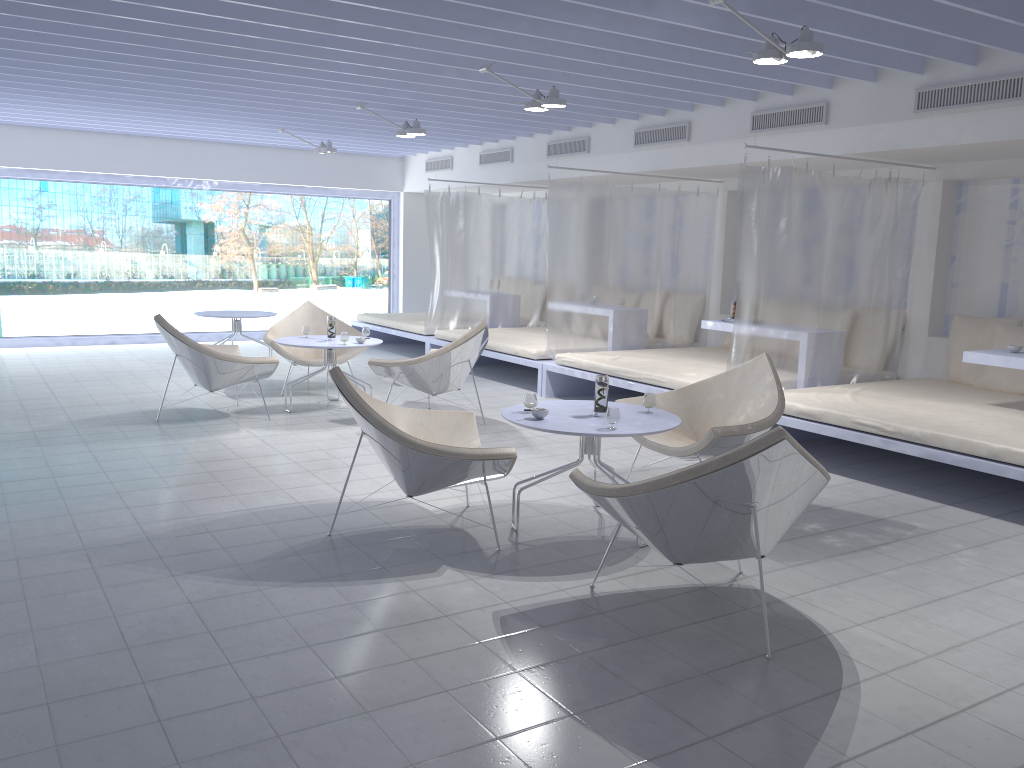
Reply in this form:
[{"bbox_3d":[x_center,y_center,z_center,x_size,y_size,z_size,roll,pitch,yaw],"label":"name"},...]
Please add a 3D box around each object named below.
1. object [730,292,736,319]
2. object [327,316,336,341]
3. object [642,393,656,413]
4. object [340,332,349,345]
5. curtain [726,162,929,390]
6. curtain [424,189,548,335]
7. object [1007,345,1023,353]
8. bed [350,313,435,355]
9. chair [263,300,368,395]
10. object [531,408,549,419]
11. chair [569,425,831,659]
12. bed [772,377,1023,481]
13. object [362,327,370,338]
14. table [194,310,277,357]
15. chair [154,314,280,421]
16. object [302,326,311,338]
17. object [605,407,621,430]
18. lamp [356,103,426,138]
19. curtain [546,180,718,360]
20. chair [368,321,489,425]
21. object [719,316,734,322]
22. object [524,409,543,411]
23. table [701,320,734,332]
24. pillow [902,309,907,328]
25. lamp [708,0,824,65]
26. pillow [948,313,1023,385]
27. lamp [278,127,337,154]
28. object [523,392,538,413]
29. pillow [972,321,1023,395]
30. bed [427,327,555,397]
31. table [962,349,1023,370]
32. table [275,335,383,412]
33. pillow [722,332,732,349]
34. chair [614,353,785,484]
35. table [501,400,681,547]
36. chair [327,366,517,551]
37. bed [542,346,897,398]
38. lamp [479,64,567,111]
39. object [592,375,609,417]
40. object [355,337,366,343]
[{"bbox_3d":[1.812,-0.670,7.143,0.092,0.302,0.092,6,10,25],"label":"object"},{"bbox_3d":[-1.406,-0.436,6.911,0.075,0.189,0.075,-6,11,-40],"label":"object"},{"bbox_3d":[0.650,0.090,4.204,0.068,0.091,0.068,-6,12,-42],"label":"object"},{"bbox_3d":[-1.254,-0.340,6.635,0.068,0.091,0.068,1,9,-4],"label":"object"},{"bbox_3d":[2.263,-0.715,6.270,2.050,1.552,0.151,-4,10,-32],"label":"curtain"},{"bbox_3d":[-0.089,-1.351,9.955,2.050,1.552,0.151,-4,10,-32],"label":"curtain"},{"bbox_3d":[3.017,-0.209,5.325,0.082,0.043,0.082,5,9,19],"label":"object"},{"bbox_3d":[-0.644,-0.629,11.045,2.022,0.422,2.200,-4,10,-32],"label":"bed"},{"bbox_3d":[-1.752,-0.341,7.860,0.906,0.759,0.753,-2,9,-22],"label":"chair"},{"bbox_3d":[0.124,0.135,3.973,0.082,0.043,0.082,-4,10,-30],"label":"object"},{"bbox_3d":[0.735,0.455,3.163,0.906,0.759,0.753,-1,9,-17],"label":"chair"},{"bbox_3d":[2.870,0.323,5.508,2.016,0.427,2.200,-4,10,-32],"label":"bed"},{"bbox_3d":[-1.170,-0.409,7.098,0.068,0.091,0.068,-6,11,-39],"label":"object"},{"bbox_3d":[-2.861,-0.467,9.215,0.825,0.534,0.823,4,9,14],"label":"table"},{"bbox_3d":[-2.220,-0.140,6.469,0.753,0.759,0.906,-5,11,-37],"label":"chair"},{"bbox_3d":[-1.635,-0.416,7.054,0.068,0.091,0.068,0,9,-10],"label":"object"},{"bbox_3d":[0.431,0.146,3.796,0.068,0.091,0.068,-6,12,-42],"label":"object"},{"bbox_3d":[-1.061,-2.283,7.673,0.587,0.218,0.380,-4,10,-32],"label":"lamp"},{"bbox_3d":[1.126,-1.014,8.129,1.998,1.559,0.125,-4,11,-33],"label":"curtain"},{"bbox_3d":[-0.510,-0.110,6.593,0.753,0.759,0.906,6,10,27],"label":"chair"},{"bbox_3d":[1.834,-0.511,7.100,0.275,0.031,0.429,-4,10,-30],"label":"object"},{"bbox_3d":[0.095,0.116,3.957,0.098,0.016,0.012,-4,10,-32],"label":"object"},{"bbox_3d":[1.986,-0.229,6.879,0.416,0.450,1.065,-4,10,-32],"label":"table"},{"bbox_3d":[2.897,-0.374,7.212,0.231,0.510,0.572,-4,10,-31],"label":"pillow"},{"bbox_3d":[1.164,-1.681,4.186,0.587,0.218,0.380,-4,10,-32],"label":"lamp"},{"bbox_3d":[3.405,-0.236,6.416,0.231,0.510,0.572,-4,10,-33],"label":"pillow"},{"bbox_3d":[-2.184,-2.586,9.433,0.587,0.218,0.380,-4,10,-32],"label":"lamp"},{"bbox_3d":[0.086,0.087,4.118,0.068,0.091,0.068,-6,12,-42],"label":"object"},{"bbox_3d":[3.510,-0.169,6.086,0.307,0.482,0.528,-3,10,-27],"label":"pillow"},{"bbox_3d":[0.519,-0.313,9.192,2.016,0.427,2.200,-4,10,-32],"label":"bed"},{"bbox_3d":[3.165,0.090,5.031,0.416,0.450,1.065,-4,10,-32],"label":"table"},{"bbox_3d":[-1.426,-0.074,6.933,0.825,0.534,0.823,-6,12,-41],"label":"table"},{"bbox_3d":[2.208,-0.544,8.274,0.230,0.521,0.524,-3,10,-30],"label":"pillow"},{"bbox_3d":[1.087,0.218,4.763,0.753,0.759,0.906,-3,10,-28],"label":"chair"},{"bbox_3d":[0.356,0.408,4.136,0.823,0.534,0.825,8,11,34],"label":"table"},{"bbox_3d":[-0.450,0.293,3.993,0.753,0.759,0.906,-1,9,-15],"label":"chair"},{"bbox_3d":[1.707,0.006,7.361,2.022,0.422,2.200,-4,10,-32],"label":"bed"},{"bbox_3d":[0.052,-1.982,5.930,0.587,0.218,0.380,-4,10,-32],"label":"lamp"},{"bbox_3d":[0.412,0.054,4.083,0.075,0.185,0.075,5,9,20],"label":"object"},{"bbox_3d":[-1.150,-0.331,6.753,0.082,0.043,0.082,6,10,25],"label":"object"}]
